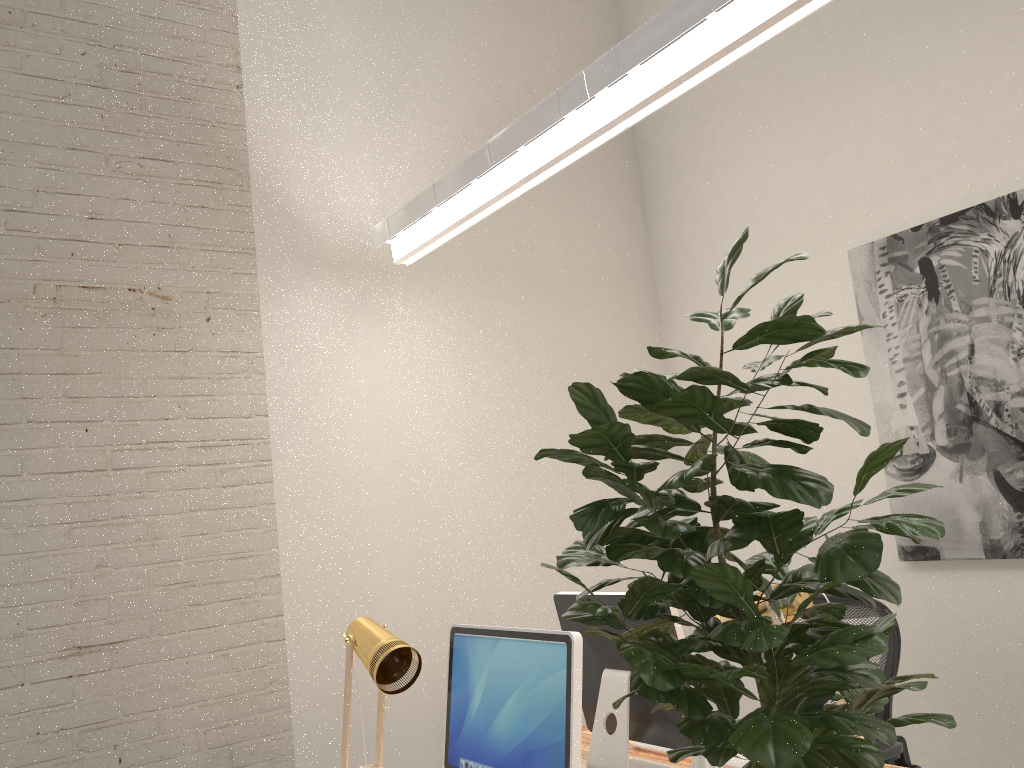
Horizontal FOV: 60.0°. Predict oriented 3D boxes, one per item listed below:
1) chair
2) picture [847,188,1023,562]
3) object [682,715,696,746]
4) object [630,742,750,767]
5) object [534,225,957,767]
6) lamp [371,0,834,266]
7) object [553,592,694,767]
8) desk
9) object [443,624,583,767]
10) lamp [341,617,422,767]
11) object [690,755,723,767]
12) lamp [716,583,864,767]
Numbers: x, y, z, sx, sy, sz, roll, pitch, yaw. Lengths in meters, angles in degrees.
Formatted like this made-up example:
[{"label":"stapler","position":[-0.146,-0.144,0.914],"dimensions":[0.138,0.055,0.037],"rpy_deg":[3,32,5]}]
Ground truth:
[{"label":"chair","position":[0.896,1.221,2.703],"dimensions":[0.771,1.083,0.792],"rpy_deg":[-13,-10,38]},{"label":"picture","position":[1.577,0.002,3.043],"dimensions":[0.049,1.181,0.733],"rpy_deg":[-1,-9,-35]},{"label":"object","position":[0.442,0.889,2.102],"dimensions":[0.054,0.206,0.008],"rpy_deg":[-12,-10,37]},{"label":"object","position":[0.522,1.036,2.497],"dimensions":[0.118,0.017,0.440],"rpy_deg":[-1,-10,-35]},{"label":"object","position":[0.283,0.322,1.115],"dimensions":[0.439,1.075,0.514],"rpy_deg":[1,-11,-44]},{"label":"lamp","position":[1.508,-2.461,0.388],"dimensions":[0.226,2.858,7.318],"rpy_deg":[-1,-10,-35]},{"label":"object","position":[0.299,0.814,2.421],"dimensions":[0.189,0.484,0.485],"rpy_deg":[-1,-10,-35]},{"label":"desk","position":[0.573,1.382,2.324],"dimensions":[0.529,0.723,1.404],"rpy_deg":[-1,-10,-35]},{"label":"object","position":[0.014,0.770,1.906],"dimensions":[0.189,0.484,0.485],"rpy_deg":[-1,-10,-35]},{"label":"lamp","position":[-0.346,0.835,2.267],"dimensions":[0.126,0.469,0.345],"rpy_deg":[-1,-10,-35]},{"label":"object","position":[0.460,0.928,2.089],"dimensions":[0.101,0.126,0.101],"rpy_deg":[-8,-8,10]},{"label":"lamp","position":[0.652,0.692,2.066],"dimensions":[0.126,0.469,0.345],"rpy_deg":[-1,-9,-35]}]
